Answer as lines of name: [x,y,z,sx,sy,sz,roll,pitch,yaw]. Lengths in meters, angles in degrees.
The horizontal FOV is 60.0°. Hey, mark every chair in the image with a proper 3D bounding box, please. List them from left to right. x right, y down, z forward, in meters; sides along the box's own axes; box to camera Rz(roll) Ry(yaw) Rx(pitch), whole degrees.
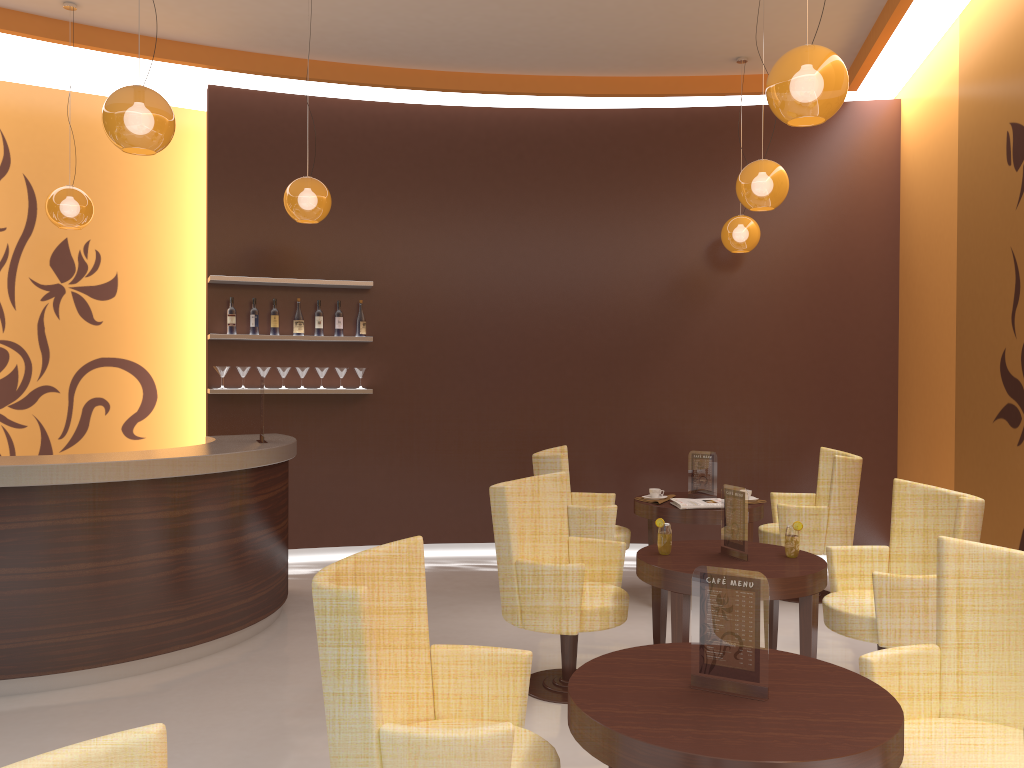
chair: [-0.494,1.012,0.944,0.685,1.017,0.729,0,1,14]
chair: [-0.207,0.997,2.477,0.685,1.017,0.729,0,1,8]
chair: [0.236,0.980,4.382,0.685,1.017,0.729,1,1,28]
chair: [0.480,0.963,6.155,0.685,1.017,0.729,0,1,8]
chair: [2.077,0.972,6.197,0.685,1.017,0.729,0,1,10]
chair: [1.822,0.991,4.172,0.685,1.017,0.729,0,1,-1]
chair: [1.392,1.006,2.516,0.685,1.017,0.729,0,1,-21]

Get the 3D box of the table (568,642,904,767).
table: [0.585,1.172,2.408,0.874,0.679,0.872,0,1,-43]

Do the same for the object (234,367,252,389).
object: [-2.113,-0.048,6.970,0.137,0.174,0.137,0,1,-24]

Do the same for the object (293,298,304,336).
object: [-1.710,-0.534,7.111,0.086,0.303,0.086,0,1,-6]

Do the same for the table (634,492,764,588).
table: [1.273,1.138,6.087,0.874,0.679,0.872,0,1,-43]

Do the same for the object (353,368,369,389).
object: [-1.238,-0.045,7.259,0.137,0.174,0.137,0,1,-14]

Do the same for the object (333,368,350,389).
object: [-1.387,-0.045,7.215,0.137,0.174,0.137,1,1,36]

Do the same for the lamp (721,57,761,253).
lamp: [1.784,-1.779,6.901,0.299,1.500,0.299,0,1,11]

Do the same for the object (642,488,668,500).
object: [0.980,0.757,6.093,0.153,0.069,0.153,1,1,37]

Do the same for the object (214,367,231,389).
object: [-2.257,-0.049,6.912,0.137,0.174,0.137,0,1,-24]

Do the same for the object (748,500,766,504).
object: [1.612,0.790,6.042,0.239,0.021,0.464,0,1,7]

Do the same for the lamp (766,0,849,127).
lamp: [1.123,-1.746,3.363,0.299,1.500,0.299,1,1,36]

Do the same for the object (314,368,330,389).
object: [-1.538,-0.046,7.172,0.137,0.174,0.137,0,1,-14]

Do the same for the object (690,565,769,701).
object: [0.587,0.665,2.393,0.209,0.335,0.042,1,1,29]

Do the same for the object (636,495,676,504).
object: [0.961,0.786,6.093,0.239,0.021,0.464,1,1,24]

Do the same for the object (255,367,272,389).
object: [-1.969,-0.048,7.027,0.137,0.174,0.137,0,1,-14]

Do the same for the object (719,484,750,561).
object: [1.194,0.640,5.124,0.187,0.335,2.090,0,1,7]

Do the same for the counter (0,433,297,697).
counter: [-2.457,0.917,4.934,2.917,1.100,1.586,0,1,-34]

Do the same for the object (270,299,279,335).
object: [-1.885,-0.529,7.044,0.073,0.297,0.073,0,1,8]

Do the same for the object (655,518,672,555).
object: [0.727,0.729,4.236,0.072,0.171,0.067,0,1,-7]

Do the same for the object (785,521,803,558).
object: [1.326,0.733,4.190,0.072,0.171,0.067,0,1,-32]

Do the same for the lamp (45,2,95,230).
lamp: [-2.970,-1.796,5.958,0.299,1.500,0.299,1,1,29]

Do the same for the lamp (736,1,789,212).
lamp: [1.454,-1.762,5.132,0.299,1.500,0.299,0,1,-37]

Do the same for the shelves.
shelves: [-3.214,-0.376,6.164,4.744,0.902,0.586,0,1,-32]

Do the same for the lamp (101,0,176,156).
lamp: [-1.629,-1.767,3.877,0.299,1.500,0.299,0,1,-11]

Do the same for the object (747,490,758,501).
object: [1.596,0.761,6.051,0.153,0.069,0.153,0,1,-6]

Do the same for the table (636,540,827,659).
table: [1.024,1.156,4.189,0.872,0.679,0.874,1,1,42]

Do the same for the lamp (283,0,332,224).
lamp: [-1.299,-1.784,5.646,0.299,1.500,0.299,1,1,29]

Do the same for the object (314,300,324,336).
object: [-1.557,-0.528,7.152,0.073,0.297,0.073,0,1,-42]

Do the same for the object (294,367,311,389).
object: [-1.685,-0.046,7.126,0.137,0.174,0.137,0,1,-14]

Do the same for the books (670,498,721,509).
books: [1.238,0.783,5.824,0.367,0.035,0.345,0,1,1]

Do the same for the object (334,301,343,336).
object: [-1.405,-0.528,7.198,0.073,0.297,0.073,0,1,-42]

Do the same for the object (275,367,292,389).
object: [-1.823,-0.046,7.076,0.137,0.174,0.137,0,1,-14]

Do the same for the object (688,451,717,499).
object: [1.314,0.631,6.114,0.209,0.335,0.042,1,1,34]

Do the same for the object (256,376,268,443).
object: [-1.583,0.158,5.617,0.052,0.414,0.258,0,1,-21]

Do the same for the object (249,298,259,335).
object: [-2.030,-0.529,6.986,0.073,0.297,0.073,0,1,-42]

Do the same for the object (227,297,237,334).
object: [-2.188,-0.529,6.920,0.073,0.297,0.073,0,1,-42]

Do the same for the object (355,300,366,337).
object: [-1.234,-0.533,7.244,0.086,0.303,0.086,1,1,25]
